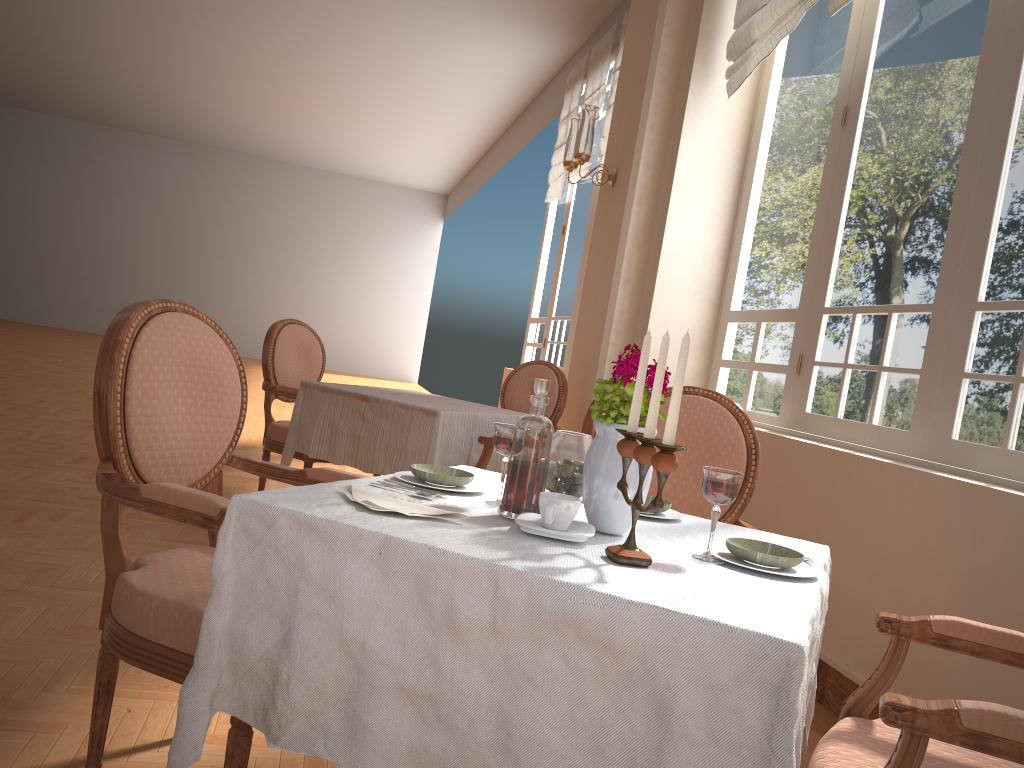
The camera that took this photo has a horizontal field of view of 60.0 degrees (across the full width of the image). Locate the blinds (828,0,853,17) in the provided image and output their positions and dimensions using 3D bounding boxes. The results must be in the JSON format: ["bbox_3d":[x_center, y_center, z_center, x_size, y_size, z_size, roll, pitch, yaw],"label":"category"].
[{"bbox_3d":[1.375,-1.994,2.982,0.085,1.236,0.786,9,2,-12],"label":"blinds"}]

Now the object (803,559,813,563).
[{"bbox_3d":[0.432,0.278,1.462,0.125,0.002,0.016,10,2,25],"label":"object"}]

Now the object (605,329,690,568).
[{"bbox_3d":[0.186,0.085,1.217,0.059,0.326,0.177,9,2,-13],"label":"object"}]

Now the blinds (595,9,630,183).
[{"bbox_3d":[0.802,-2.171,6.472,0.054,1.302,0.688,9,2,-12],"label":"blinds"}]

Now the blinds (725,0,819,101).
[{"bbox_3d":[1.197,-1.979,3.793,0.072,1.377,0.843,9,2,-11],"label":"blinds"}]

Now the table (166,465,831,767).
[{"bbox_3d":[0.046,0.561,1.466,0.829,0.681,0.837,10,2,22],"label":"table"}]

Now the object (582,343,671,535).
[{"bbox_3d":[0.175,0.085,1.404,0.124,0.302,0.143,9,2,-14],"label":"object"}]

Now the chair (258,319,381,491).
[{"bbox_3d":[-0.957,0.174,4.314,0.592,0.932,0.521,11,3,33],"label":"chair"}]

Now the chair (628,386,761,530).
[{"bbox_3d":[0.321,0.459,2.114,0.520,0.932,0.593,10,3,21],"label":"chair"}]

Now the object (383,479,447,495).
[{"bbox_3d":[-0.163,0.177,1.515,0.127,0.004,0.013,10,2,22],"label":"object"}]

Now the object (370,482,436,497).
[{"bbox_3d":[-0.181,0.174,1.472,0.125,0.006,0.027,10,2,21],"label":"object"}]

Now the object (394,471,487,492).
[{"bbox_3d":[-0.129,0.179,1.606,0.171,0.005,0.171,10,2,25],"label":"object"}]

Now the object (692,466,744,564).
[{"bbox_3d":[0.302,0.194,1.315,0.062,0.135,0.062,10,3,19],"label":"object"}]

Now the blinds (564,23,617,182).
[{"bbox_3d":[0.630,-2.261,7.304,0.085,1.236,0.698,9,2,-12],"label":"blinds"}]

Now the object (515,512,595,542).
[{"bbox_3d":[0.064,0.215,1.322,0.119,0.016,0.119,10,2,8],"label":"object"}]

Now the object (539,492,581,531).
[{"bbox_3d":[0.062,0.191,1.316,0.078,0.049,0.062,8,3,-40],"label":"object"}]

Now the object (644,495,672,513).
[{"bbox_3d":[0.244,0.227,1.685,0.117,0.024,0.117,8,2,-33],"label":"object"}]

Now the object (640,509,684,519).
[{"bbox_3d":[0.241,0.238,1.685,0.171,0.005,0.171,10,2,18],"label":"object"}]

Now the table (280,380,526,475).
[{"bbox_3d":[-0.435,0.401,3.934,0.828,0.677,0.831,11,3,33],"label":"table"}]

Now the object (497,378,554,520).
[{"bbox_3d":[0.031,0.102,1.404,0.074,0.222,0.074,8,3,-33],"label":"object"}]

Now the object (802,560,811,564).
[{"bbox_3d":[0.421,0.276,1.444,0.127,0.004,0.013,10,2,25],"label":"object"}]

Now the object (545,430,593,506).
[{"bbox_3d":[0.095,0.152,1.513,0.093,0.138,0.093,10,2,16],"label":"object"}]

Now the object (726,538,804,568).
[{"bbox_3d":[0.384,0.262,1.354,0.117,0.024,0.117,10,2,29],"label":"object"}]

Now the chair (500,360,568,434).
[{"bbox_3d":[-0.045,0.319,4.520,0.520,0.932,0.593,11,3,33],"label":"chair"}]

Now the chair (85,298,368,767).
[{"bbox_3d":[-0.535,0.329,1.731,0.592,0.932,0.521,10,3,21],"label":"chair"}]

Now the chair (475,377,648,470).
[{"bbox_3d":[0.177,0.387,3.559,0.592,0.932,0.521,11,3,33],"label":"chair"}]

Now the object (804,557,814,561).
[{"bbox_3d":[0.441,0.277,1.486,0.125,0.006,0.027,10,2,24],"label":"object"}]

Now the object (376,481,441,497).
[{"bbox_3d":[-0.174,0.177,1.496,0.125,0.002,0.016,10,2,22],"label":"object"}]

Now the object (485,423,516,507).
[{"bbox_3d":[-0.012,0.137,1.488,0.062,0.135,0.062,10,3,19],"label":"object"}]

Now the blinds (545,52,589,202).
[{"bbox_3d":[0.482,-2.282,8.079,0.038,1.293,0.688,9,2,-12],"label":"blinds"}]

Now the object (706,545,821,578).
[{"bbox_3d":[0.382,0.272,1.355,0.171,0.005,0.171,11,2,38],"label":"object"}]

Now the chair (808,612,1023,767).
[{"bbox_3d":[0.725,0.555,1.217,0.592,0.932,0.521,10,3,21],"label":"chair"}]

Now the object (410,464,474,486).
[{"bbox_3d":[-0.128,0.168,1.606,0.117,0.024,0.117,9,2,-2],"label":"object"}]

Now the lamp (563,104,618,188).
[{"bbox_3d":[0.432,-1.240,4.689,0.274,0.362,0.320,9,2,-12],"label":"lamp"}]

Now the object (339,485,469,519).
[{"bbox_3d":[-0.185,0.175,1.307,0.234,0.012,0.095,10,2,26],"label":"object"}]
